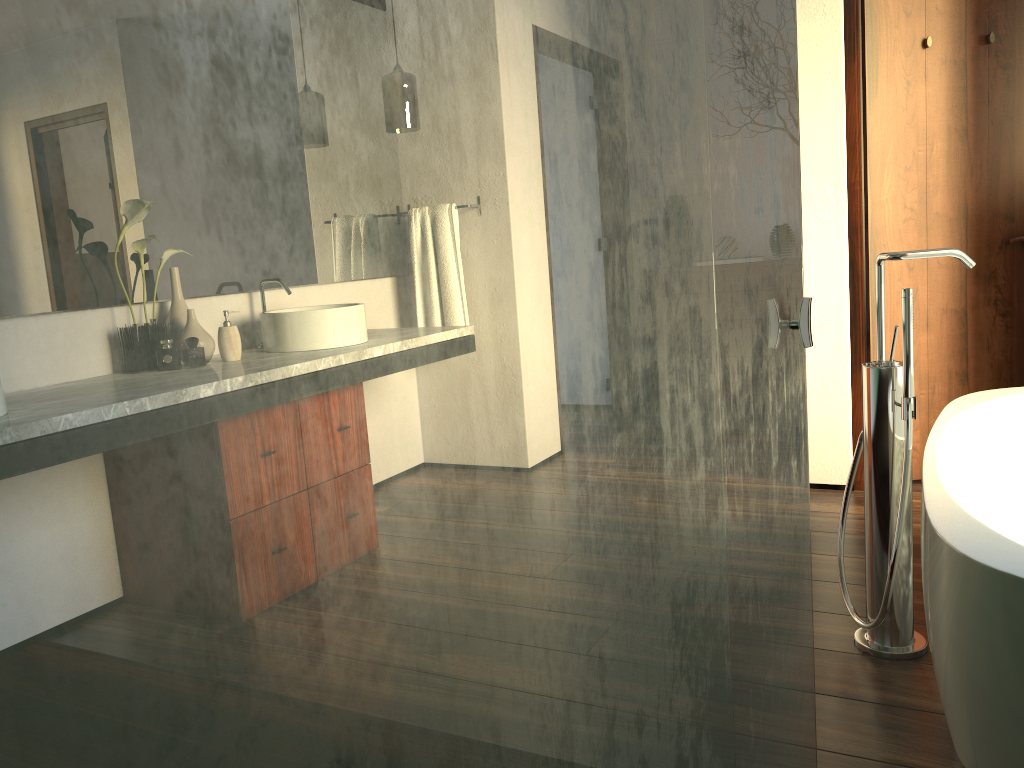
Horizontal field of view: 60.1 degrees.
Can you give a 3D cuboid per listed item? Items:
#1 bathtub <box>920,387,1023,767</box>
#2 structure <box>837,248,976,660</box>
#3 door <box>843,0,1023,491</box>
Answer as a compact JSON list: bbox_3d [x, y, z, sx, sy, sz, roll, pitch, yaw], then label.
[{"bbox_3d":[1.233,0.374,1.730,0.781,0.485,1.587,0,10,28],"label":"bathtub"},{"bbox_3d":[0.844,0.153,2.008,0.241,0.897,0.281,-8,9,-21],"label":"structure"},{"bbox_3d":[1.607,-0.607,3.121,0.746,1.946,0.455,0,9,29],"label":"door"}]
